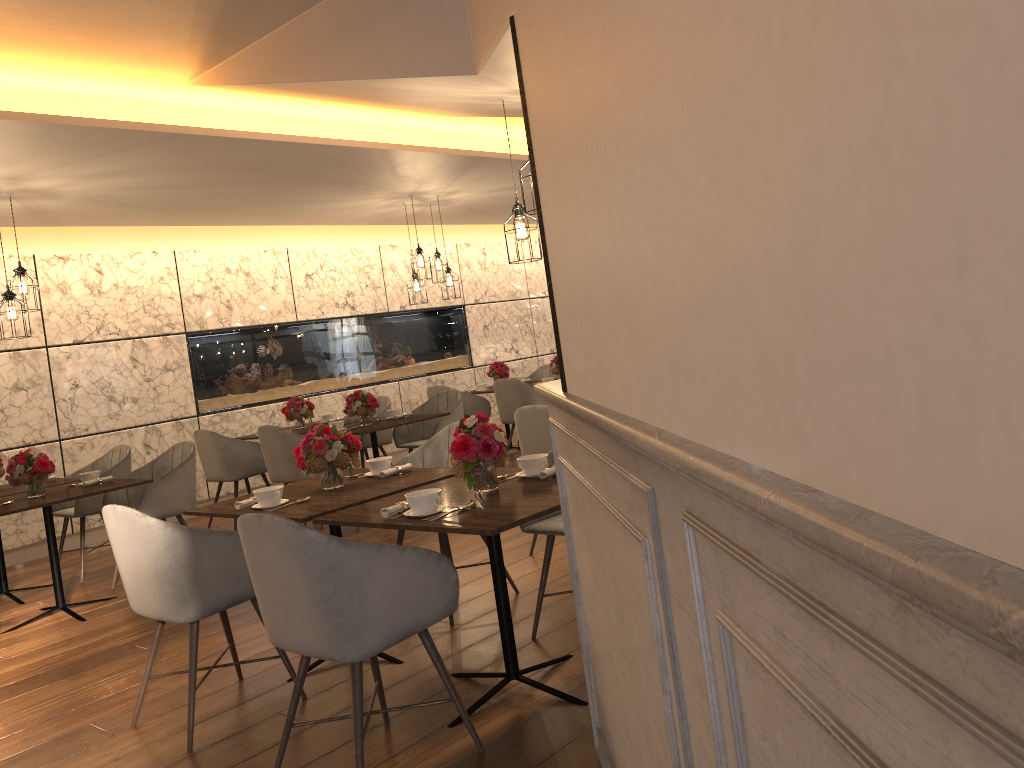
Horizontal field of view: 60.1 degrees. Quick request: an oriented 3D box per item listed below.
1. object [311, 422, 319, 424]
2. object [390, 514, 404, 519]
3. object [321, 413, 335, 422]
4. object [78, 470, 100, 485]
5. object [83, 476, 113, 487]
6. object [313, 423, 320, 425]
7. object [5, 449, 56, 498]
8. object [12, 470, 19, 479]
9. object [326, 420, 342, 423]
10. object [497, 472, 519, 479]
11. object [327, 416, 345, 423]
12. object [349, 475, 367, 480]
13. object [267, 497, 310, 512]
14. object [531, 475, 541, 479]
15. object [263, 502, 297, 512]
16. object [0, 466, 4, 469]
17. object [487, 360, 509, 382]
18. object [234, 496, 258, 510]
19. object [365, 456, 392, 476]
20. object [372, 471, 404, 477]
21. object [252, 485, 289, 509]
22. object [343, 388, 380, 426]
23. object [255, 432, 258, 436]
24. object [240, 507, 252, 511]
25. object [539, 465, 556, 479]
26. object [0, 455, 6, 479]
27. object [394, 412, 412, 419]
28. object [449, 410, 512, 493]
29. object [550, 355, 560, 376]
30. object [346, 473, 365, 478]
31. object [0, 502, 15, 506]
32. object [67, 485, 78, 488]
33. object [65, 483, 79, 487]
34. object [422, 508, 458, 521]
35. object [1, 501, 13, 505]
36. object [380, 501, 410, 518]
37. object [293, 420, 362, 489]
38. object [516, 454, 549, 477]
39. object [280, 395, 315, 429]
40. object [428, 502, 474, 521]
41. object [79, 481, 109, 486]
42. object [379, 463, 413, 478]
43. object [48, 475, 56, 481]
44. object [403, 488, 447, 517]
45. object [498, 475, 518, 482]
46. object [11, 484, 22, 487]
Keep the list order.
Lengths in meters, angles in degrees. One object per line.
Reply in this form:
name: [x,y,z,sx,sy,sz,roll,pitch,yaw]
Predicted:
object: [-1.746,0.349,8.036,0.042,0.015,0.198,-6,4,39]
object: [-0.343,0.427,3.029,0.025,0.024,0.193,-7,3,42]
object: [-1.654,0.310,7.975,0.148,0.072,0.149,-7,3,20]
object: [-2.629,0.588,5.521,0.148,0.072,0.149,-7,3,20]
object: [-2.543,0.597,5.445,0.056,0.039,0.176,-6,4,42]
object: [-1.724,0.353,8.008,0.022,0.004,0.212,-5,4,42]
object: [-2.844,0.517,5.253,0.304,0.301,0.235,-8,1,20]
object: [-2.891,0.527,5.187,0.049,0.052,0.078,-8,2,8]
object: [-1.599,0.330,7.914,0.025,0.024,0.193,-7,3,42]
object: [-0.002,0.357,3.500,0.198,0.015,0.042,-11,4,-44]
object: [-1.568,0.319,7.898,0.056,0.039,0.176,-6,4,42]
object: [-0.678,0.424,4.111,0.022,0.004,0.212,-5,4,42]
object: [-0.887,0.481,3.542,0.042,0.015,0.198,-6,4,39]
object: [0.140,0.338,3.383,0.025,0.024,0.193,-7,3,42]
object: [-0.907,0.488,3.571,0.022,0.004,0.212,-5,4,42]
object: [-3.441,0.564,5.927,0.078,0.052,0.049,-10,2,-38]
object: [-0.159,-0.115,9.657,0.235,0.301,0.304,-9,2,-26]
object: [-1.068,0.487,3.680,0.056,0.039,0.176,-6,4,42]
object: [-0.608,0.382,4.079,0.148,0.072,0.148,-8,3,10]
object: [-0.553,0.401,4.018,0.025,0.024,0.193,-7,3,42]
object: [-0.987,0.462,3.604,0.148,0.072,0.148,-8,3,10]
object: [-1.195,0.179,7.089,0.304,0.301,0.235,-8,1,20]
object: [-2.114,0.415,7.576,0.056,0.039,0.176,-6,4,42]
object: [-1.036,0.490,3.664,0.025,0.024,0.193,-7,3,42]
object: [0.171,0.328,3.367,0.056,0.039,0.176,-6,4,42]
object: [-3.520,0.576,5.913,0.235,0.301,0.304,-9,2,-26]
object: [-0.894,0.258,7.281,0.056,0.039,0.176,-6,4,42]
object: [-0.114,0.241,3.272,0.233,0.301,0.306,-8,2,18]
object: [0.519,-0.173,8.998,0.234,0.301,0.305,-8,2,-15]
object: [-0.695,0.420,4.135,0.198,0.015,0.042,-11,4,-44]
object: [-2.928,0.694,5.013,0.022,0.004,0.212,-5,4,42]
object: [-2.699,0.631,5.554,0.022,0.004,0.212,-5,4,42]
object: [-2.721,0.626,5.582,0.042,0.015,0.198,-6,4,39]
object: [-0.214,0.425,2.936,0.022,0.004,0.212,-5,4,42]
object: [-2.908,0.687,4.984,0.042,0.015,0.198,-6,4,39]
object: [-0.375,0.424,3.045,0.056,0.039,0.176,-6,4,42]
object: [-0.811,0.305,3.893,0.306,0.301,0.233,-9,1,-28]
object: [0.085,0.319,3.444,0.148,0.072,0.148,-8,3,10]
object: [-1.874,0.238,7.751,0.233,0.301,0.306,-7,2,44]
object: [-0.194,0.418,2.907,0.042,0.015,0.198,-6,4,39]
object: [-2.574,0.607,5.461,0.025,0.024,0.193,-7,3,42]
object: [-0.522,0.391,4.002,0.056,0.039,0.176,-6,4,42]
object: [-3.217,0.658,6.062,0.056,0.039,0.176,-6,4,42]
object: [-0.294,0.399,2.969,0.148,0.072,0.148,-8,3,10]
object: [0.015,0.362,3.477,0.022,0.004,0.212,-5,4,42]
object: [-3.373,0.692,6.171,0.022,0.004,0.212,-5,4,42]
